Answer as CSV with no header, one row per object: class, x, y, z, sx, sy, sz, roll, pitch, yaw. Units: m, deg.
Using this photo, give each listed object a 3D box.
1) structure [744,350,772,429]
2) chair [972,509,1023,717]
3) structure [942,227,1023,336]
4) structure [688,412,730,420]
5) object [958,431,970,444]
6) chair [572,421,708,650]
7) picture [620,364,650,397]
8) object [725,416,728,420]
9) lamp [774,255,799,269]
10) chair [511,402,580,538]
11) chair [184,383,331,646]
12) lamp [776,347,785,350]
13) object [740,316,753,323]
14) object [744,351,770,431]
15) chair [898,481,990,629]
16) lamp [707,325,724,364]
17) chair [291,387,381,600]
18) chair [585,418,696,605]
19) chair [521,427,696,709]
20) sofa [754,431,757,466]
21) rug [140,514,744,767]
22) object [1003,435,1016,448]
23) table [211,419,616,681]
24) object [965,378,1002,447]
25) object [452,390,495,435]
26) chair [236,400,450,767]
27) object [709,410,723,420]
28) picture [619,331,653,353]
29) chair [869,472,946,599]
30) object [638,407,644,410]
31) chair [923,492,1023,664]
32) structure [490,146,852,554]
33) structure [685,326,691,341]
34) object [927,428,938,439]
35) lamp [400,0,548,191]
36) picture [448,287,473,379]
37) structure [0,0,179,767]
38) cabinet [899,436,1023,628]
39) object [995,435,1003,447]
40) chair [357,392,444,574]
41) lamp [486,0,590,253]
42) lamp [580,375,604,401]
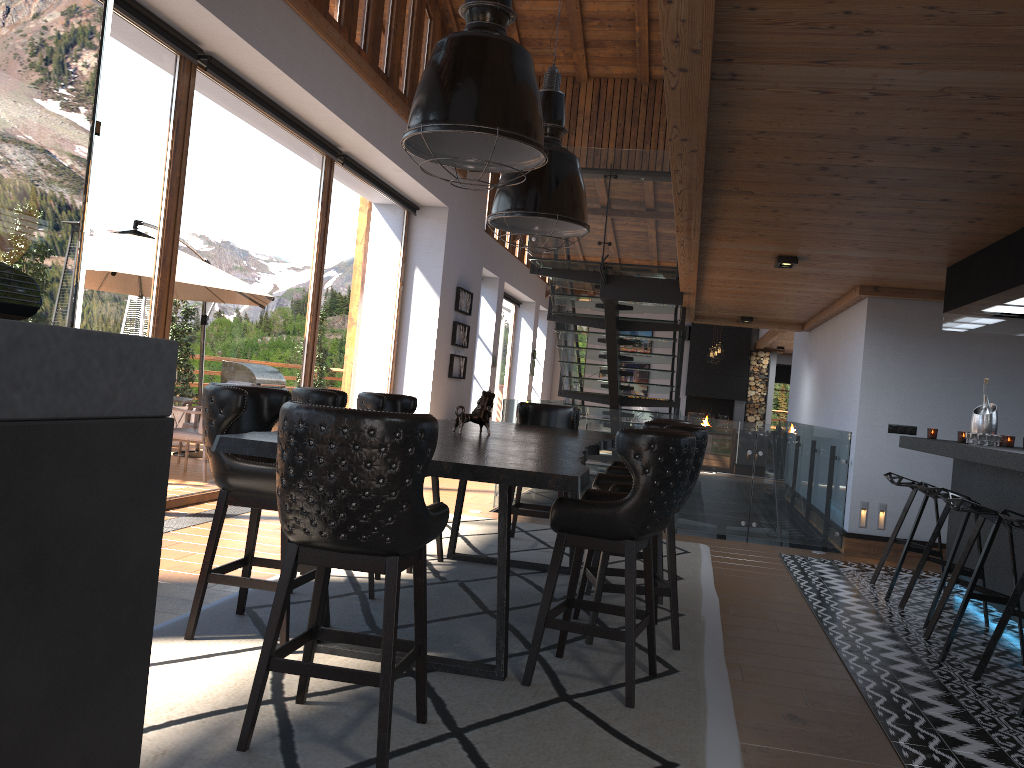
structure,5.789,0.520,21.069,0.500,2.618,0.514,5,-1,11
chair,2.456,1.025,4.015,0.468,0.839,0.540,5,-1,8
structure,3.236,-0.641,4.917,0.708,0.476,3.263,5,0,11
structure,4.666,0.968,21.116,0.978,0.514,0.184,5,-1,10
object,3.186,0.376,6.256,0.080,0.081,0.078,6,-1,-24
chair,0.658,0.732,4.476,0.569,1.092,0.503,5,-1,-5
picture,2.932,-0.126,21.855,0.876,0.816,0.036,5,-1,10
object,4.942,1.246,20.676,0.311,1.018,0.304,6,-1,-34
lamp,2.108,-0.942,6.816,0.154,0.068,0.262,5,0,11
chair,0.225,0.701,6.805,0.502,1.092,0.570,5,-1,10
chair,-1.110,0.565,3.903,0.566,1.092,0.506,5,-1,10
lamp,6.117,-0.818,20.192,0.154,0.068,0.262,5,0,11
object,3.038,-0.836,11.485,0.154,0.068,0.262,5,0,11
object,5.784,0.526,21.079,0.492,2.613,0.468,5,-1,10
chair,2.740,1.058,5.491,0.468,0.839,0.540,5,-1,8
lamp,4.357,-1.548,18.728,0.261,2.202,0.803,5,-1,2
chair,-0.969,0.582,4.860,0.569,1.092,0.503,5,-1,-5
chair,0.798,0.749,5.433,0.566,1.092,0.506,5,-1,10
chair,0.433,0.717,3.680,0.564,1.092,0.507,5,-1,20
sofa,3.631,1.192,16.569,2.556,0.838,1.244,5,-1,10
rug,-0.069,1.216,5.133,2.541,0.047,5.653,5,0,11
object,3.478,0.403,6.208,0.080,0.081,0.078,6,-1,-24
table,-0.149,0.750,4.835,1.423,0.950,3.811,5,0,11
object,3.202,0.191,5.998,0.225,0.452,0.226,5,-1,11
object,-0.209,0.149,4.818,0.223,0.253,0.115,6,-1,-27
chair,-0.512,0.616,2.831,0.502,1.092,0.570,5,-1,10
object,4.216,0.908,18.038,0.403,0.808,0.624,5,-1,22
picture,3.025,-1.117,21.875,0.876,0.816,0.036,5,-1,10
chair,2.846,1.071,6.243,0.467,0.839,0.541,5,-1,11
object,3.059,0.786,21.454,0.261,0.532,0.424,6,-1,-20
chair,2.516,1.034,4.732,0.466,0.839,0.542,5,-1,17
structure,-0.926,0.773,10.410,9.173,6.400,11.068,5,0,11
structure,4.248,-1.237,21.584,0.213,0.349,0.214,5,-1,11
object,3.283,0.388,6.923,0.080,0.081,0.078,6,-1,-44
lamp,0.049,-3.167,3.773,0.628,4.686,0.615,6,-1,-34
picture,-0.750,-0.733,13.064,0.059,1.312,0.777,5,-1,11
structure,-0.940,-0.352,0.500,1.438,1.650,0.434,5,-1,10
cabinet,3.040,0.952,4.703,0.885,1.104,4.819,5,0,11
object,3.515,0.408,6.394,0.080,0.081,0.078,6,-1,-24
chair,-0.746,0.615,5.656,0.564,1.092,0.507,5,-1,20
lamp,0.361,-3.132,5.341,0.628,4.686,0.615,6,-1,-34
lamp,1.653,0.496,20.889,0.522,1.899,1.335,5,-1,32
